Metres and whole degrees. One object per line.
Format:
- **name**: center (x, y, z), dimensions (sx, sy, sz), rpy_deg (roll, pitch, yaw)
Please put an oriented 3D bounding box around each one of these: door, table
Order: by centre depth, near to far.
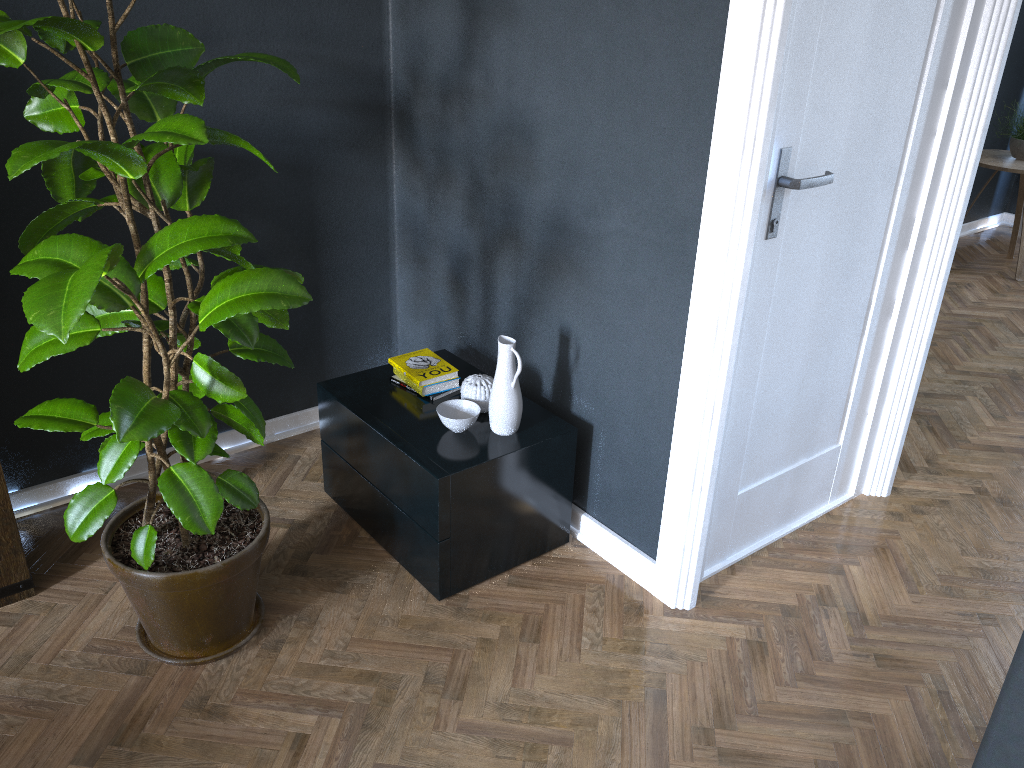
- **door**: center (0.827, -0.540, 2.207), dimensions (0.855, 2.201, 0.161), rpy_deg (-17, 33, -34)
- **table**: center (2.871, -1.133, 4.995), dimensions (0.730, 0.966, 0.591), rpy_deg (-9, 29, -22)

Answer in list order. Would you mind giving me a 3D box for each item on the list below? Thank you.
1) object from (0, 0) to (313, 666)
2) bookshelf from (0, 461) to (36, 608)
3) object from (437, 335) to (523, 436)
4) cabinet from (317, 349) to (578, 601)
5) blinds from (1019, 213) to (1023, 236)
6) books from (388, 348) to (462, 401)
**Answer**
- **object**: center (-0.788, -0.286, 1.912), dimensions (0.761, 1.911, 1.114), rpy_deg (-22, 35, -39)
- **bookshelf**: center (-2.063, 0.187, 1.665), dimensions (1.914, 1.179, 0.449), rpy_deg (-17, 32, -34)
- **object**: center (-0.089, -0.022, 2.388), dimensions (0.229, 0.269, 0.227), rpy_deg (0, 26, -5)
- **cabinet**: center (-0.205, 0.234, 2.608), dimensions (0.455, 0.392, 0.647), rpy_deg (-17, 32, -34)
- **blinds**: center (4.581, -1.538, 3.844), dimensions (0.311, 2.806, 3.976), rpy_deg (-18, 32, -34)
- **books**: center (-0.259, -0.030, 2.623), dimensions (0.161, 0.066, 0.214), rpy_deg (-20, 34, -38)
